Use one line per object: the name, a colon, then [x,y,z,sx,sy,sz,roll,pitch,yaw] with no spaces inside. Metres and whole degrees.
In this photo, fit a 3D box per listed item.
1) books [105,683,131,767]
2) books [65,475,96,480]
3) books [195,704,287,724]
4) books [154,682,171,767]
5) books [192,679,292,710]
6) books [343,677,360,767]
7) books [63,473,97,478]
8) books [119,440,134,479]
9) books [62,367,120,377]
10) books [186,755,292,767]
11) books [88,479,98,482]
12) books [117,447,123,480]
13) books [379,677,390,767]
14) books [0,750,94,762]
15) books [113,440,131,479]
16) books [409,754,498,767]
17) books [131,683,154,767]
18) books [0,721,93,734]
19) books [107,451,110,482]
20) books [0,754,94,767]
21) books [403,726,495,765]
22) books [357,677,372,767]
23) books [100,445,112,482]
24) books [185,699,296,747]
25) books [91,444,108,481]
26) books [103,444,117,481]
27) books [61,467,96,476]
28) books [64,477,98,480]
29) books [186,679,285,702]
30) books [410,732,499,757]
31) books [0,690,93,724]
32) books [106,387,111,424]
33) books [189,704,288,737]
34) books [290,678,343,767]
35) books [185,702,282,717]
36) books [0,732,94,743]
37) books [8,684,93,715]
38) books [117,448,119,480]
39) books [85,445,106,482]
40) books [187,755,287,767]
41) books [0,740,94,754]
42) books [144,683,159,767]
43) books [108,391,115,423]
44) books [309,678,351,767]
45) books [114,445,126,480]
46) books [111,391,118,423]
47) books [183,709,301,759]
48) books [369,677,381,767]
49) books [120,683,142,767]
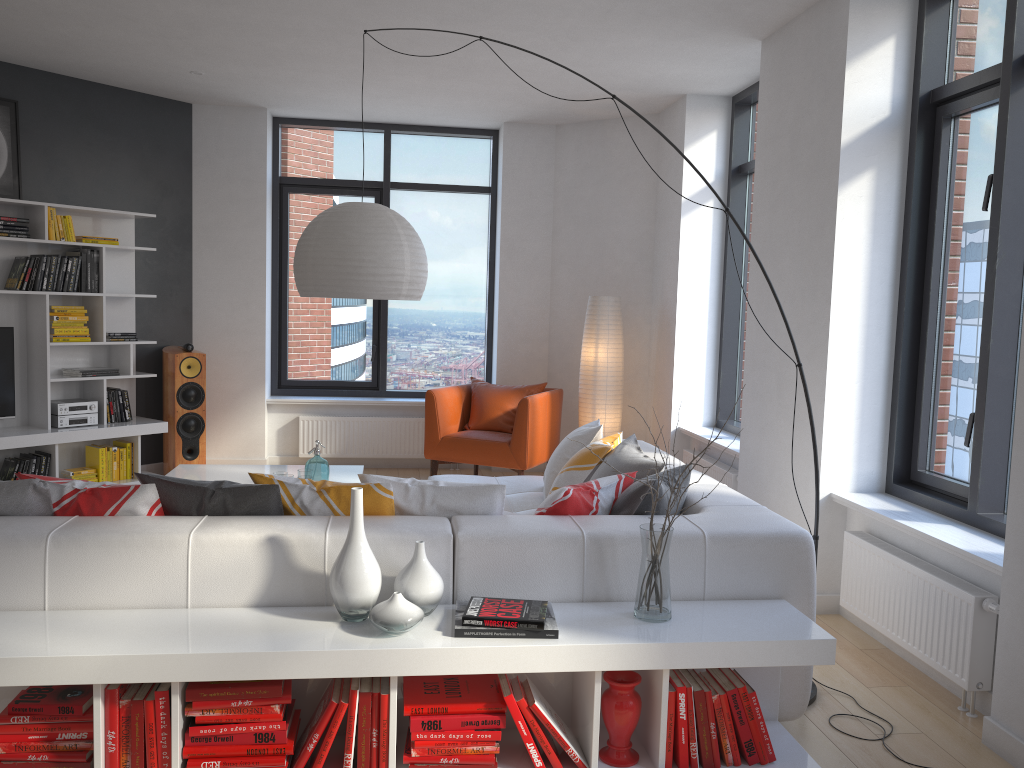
books: [-1.119,0.975,2.544,0.036,0.294,0.208,1,5,-8]
books: [-3.105,0.668,6.378,0.113,0.018,0.169,6,6,38]
books: [-0.779,0.936,2.580,0.236,0.023,0.178,1,5,-8]
books: [-0.979,0.978,2.562,0.049,0.291,0.214,1,5,-8]
books: [-0.778,0.887,2.577,0.266,0.026,0.187,1,5,-13]
books: [-0.472,0.996,2.610,0.046,0.282,0.199,1,5,-8]
books: [-3.113,0.651,6.391,0.134,0.014,0.187,6,6,37]
books: [-2.916,0.564,6.678,0.213,0.270,0.025,6,6,37]
books: [-3.090,-0.089,6.504,0.250,0.047,0.310,5,6,32]
books: [-0.784,1.086,2.573,0.282,0.030,0.188,1,5,-7]
books: [-3.115,0.703,6.395,0.147,0.033,0.190,6,6,37]
books: [-2.952,0.588,6.603,0.172,0.234,0.024,6,6,37]
books: [-0.376,1.003,2.616,0.028,0.269,0.181,1,5,-8]
books: [-1.325,1.034,2.561,0.266,0.026,0.187,2,5,-2]
books: [-2.926,0.567,6.651,0.204,0.270,0.029,6,6,37]
books: [-0.180,1.120,2.688,0.259,0.034,0.206,1,5,-5]
books: [-1.052,0.992,2.558,0.034,0.259,0.207,1,5,-8]
books: [-1.314,0.955,2.562,0.269,0.028,0.179,1,5,-7]
books: [-3.002,0.598,6.514,0.156,0.229,0.024,6,6,37]
books: [-1.317,1.063,2.573,0.259,0.034,0.206,1,5,-5]
books: [-0.187,1.091,2.676,0.266,0.026,0.187,2,5,-2]
books: [-0.436,0.999,2.632,0.038,0.270,0.215,1,5,-8]
books: [-3.003,0.583,6.541,0.180,0.251,0.019,6,6,37]
books: [-0.791,0.992,2.605,0.279,0.039,0.206,1,5,-7]
books: [-3.029,0.581,6.511,0.199,0.263,0.015,6,6,37]
books: [-2.985,0.582,6.561,0.185,0.250,0.035,6,6,37]
books: [-3.124,0.630,6.394,0.138,0.026,0.186,6,6,37]
books: [-3.117,0.680,6.396,0.148,0.011,0.196,6,6,37]
books: [-0.796,0.857,2.581,0.259,0.034,0.206,1,5,-11]
books: [-0.177,1.065,2.682,0.257,0.025,0.182,1,5,-8]
books: [-1.316,0.929,2.563,0.254,0.025,0.178,1,5,-8]
books: [-3.045,0.151,6.563,0.202,0.268,0.053,6,6,37]
books: [-0.790,0.961,2.586,0.261,0.027,0.191,1,5,-12]
books: [-0.576,1.008,2.605,0.144,0.247,0.188,1,5,-8]
books: [-0.798,0.912,2.584,0.257,0.025,0.182,1,5,-8]
books: [-1.320,0.981,2.580,0.261,0.028,0.191,1,5,-8]
books: [-1.306,0.904,2.552,0.206,0.029,0.152,2,5,-2]
books: [-2.969,0.586,6.586,0.169,0.239,0.023,6,6,37]
books: [-3.046,0.585,6.485,0.198,0.255,0.044,6,6,37]
books: [-0.785,1.059,2.574,0.266,0.026,0.187,1,5,-8]
books: [-1.314,1.008,2.567,0.257,0.025,0.182,1,5,-8]
books: [-1.013,0.993,2.553,0.042,0.259,0.195,1,5,-8]
books: [-3.023,0.165,6.587,0.189,0.240,0.053,6,6,37]
books: [-0.535,1.010,2.603,0.115,0.245,0.192,1,5,-8]
books: [-2.939,0.586,6.626,0.172,0.234,0.024,6,6,37]
books: [-3.003,0.165,6.602,0.170,0.236,0.049,6,6,37]
books: [-0.785,1.028,2.608,0.301,0.032,0.227,1,5,-8]
books: [-0.405,1.004,2.627,0.028,0.266,0.188,1,5,-8]
books: [-1.085,0.992,2.553,0.031,0.255,0.181,1,5,-8]
